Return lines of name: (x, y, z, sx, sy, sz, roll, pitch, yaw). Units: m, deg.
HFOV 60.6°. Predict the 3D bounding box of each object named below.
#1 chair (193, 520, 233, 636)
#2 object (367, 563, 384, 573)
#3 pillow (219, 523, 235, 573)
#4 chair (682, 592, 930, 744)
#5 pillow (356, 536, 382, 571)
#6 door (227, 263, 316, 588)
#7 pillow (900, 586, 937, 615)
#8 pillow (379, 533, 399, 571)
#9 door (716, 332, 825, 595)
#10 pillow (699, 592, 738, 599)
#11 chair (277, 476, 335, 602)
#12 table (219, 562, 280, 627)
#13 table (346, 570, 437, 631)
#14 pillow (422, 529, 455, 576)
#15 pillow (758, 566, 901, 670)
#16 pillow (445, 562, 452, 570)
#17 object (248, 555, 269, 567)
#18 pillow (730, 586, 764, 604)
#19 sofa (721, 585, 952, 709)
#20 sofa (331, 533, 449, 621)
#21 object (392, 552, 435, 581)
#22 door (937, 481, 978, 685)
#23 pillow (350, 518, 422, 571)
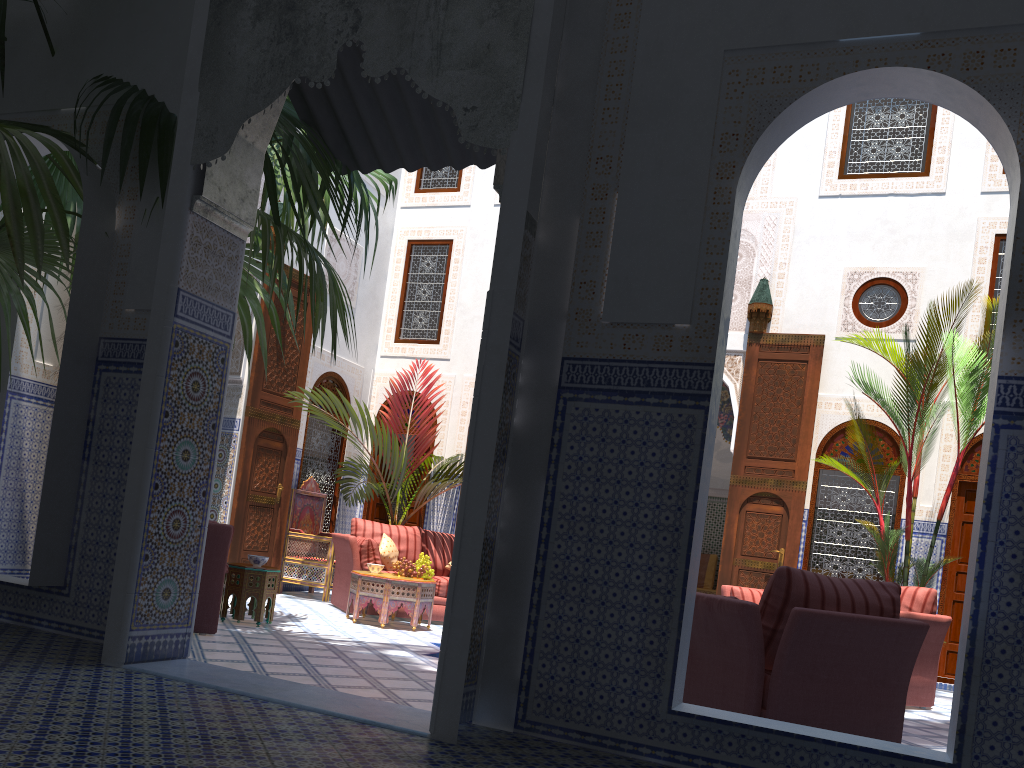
chair: (-1.839, 0.918, 4.375, 0.733, 0.538, 0.816, 10, -8, -22)
object: (-0.920, 1.241, 5.888, 0.119, 0.057, 0.118, 12, -10, -30)
pillow: (-1.556, 0.785, 4.248, 0.383, 0.251, 0.188, 11, -5, -22)
chair: (1.013, 1.081, 3.236, 0.819, 0.538, 0.729, 11, -8, -22)
pillow: (-1.038, 1.219, 6.232, 0.189, 0.251, 0.381, 9, -8, -21)
door: (-1.857, 0.350, 6.762, 0.123, 2.503, 0.590, 7, -2, 28)
pillow: (2.254, 1.399, 5.275, 0.308, 0.399, 0.561, 10, -8, -26)
pillow: (-0.899, 1.229, 6.391, 0.132, 0.272, 0.309, 6, -6, 24)
door: (1.965, 0.852, 6.774, 0.579, 2.503, 0.125, 7, -2, 22)
pillow: (0.752, 0.913, 3.323, 0.189, 0.241, 0.398, 9, -8, -21)
chair: (-1.528, 1.313, 7.208, 0.500, 1.074, 0.491, 6, -3, 22)
table: (-1.480, 1.184, 4.936, 0.287, 0.322, 0.294, 5, -6, 22)
table: (-0.806, 1.438, 5.833, 0.534, 0.321, 0.548, 4, -9, 22)
pillow: (-0.447, 1.348, 6.867, 0.565, 0.372, 0.321, 11, -6, -22)
pillow: (1.095, 0.855, 3.104, 0.587, 0.377, 0.302, 11, -6, -23)
pillow: (-0.358, 1.366, 6.669, 0.265, 0.234, 0.148, 5, -5, 24)
object: (-1.435, 1.000, 4.945, 0.119, 0.057, 0.118, 12, -10, -30)
pillow: (1.625, 1.499, 5.862, 0.383, 0.251, 0.188, 11, -5, -22)
sofa: (1.976, 1.619, 5.475, 0.738, 0.536, 1.369, 10, -10, -22)
sofa: (-0.678, 1.480, 6.600, 1.373, 0.538, 0.735, 11, -8, -23)
object: (-0.660, 1.251, 5.931, 0.305, 0.238, 0.219, 7, -6, 3)
door: (3.281, 1.435, 6.295, 0.284, 1.455, 0.125, 7, -2, 22)
pillow: (-0.958, 1.241, 6.639, 0.587, 0.389, 0.291, 11, -6, -23)
